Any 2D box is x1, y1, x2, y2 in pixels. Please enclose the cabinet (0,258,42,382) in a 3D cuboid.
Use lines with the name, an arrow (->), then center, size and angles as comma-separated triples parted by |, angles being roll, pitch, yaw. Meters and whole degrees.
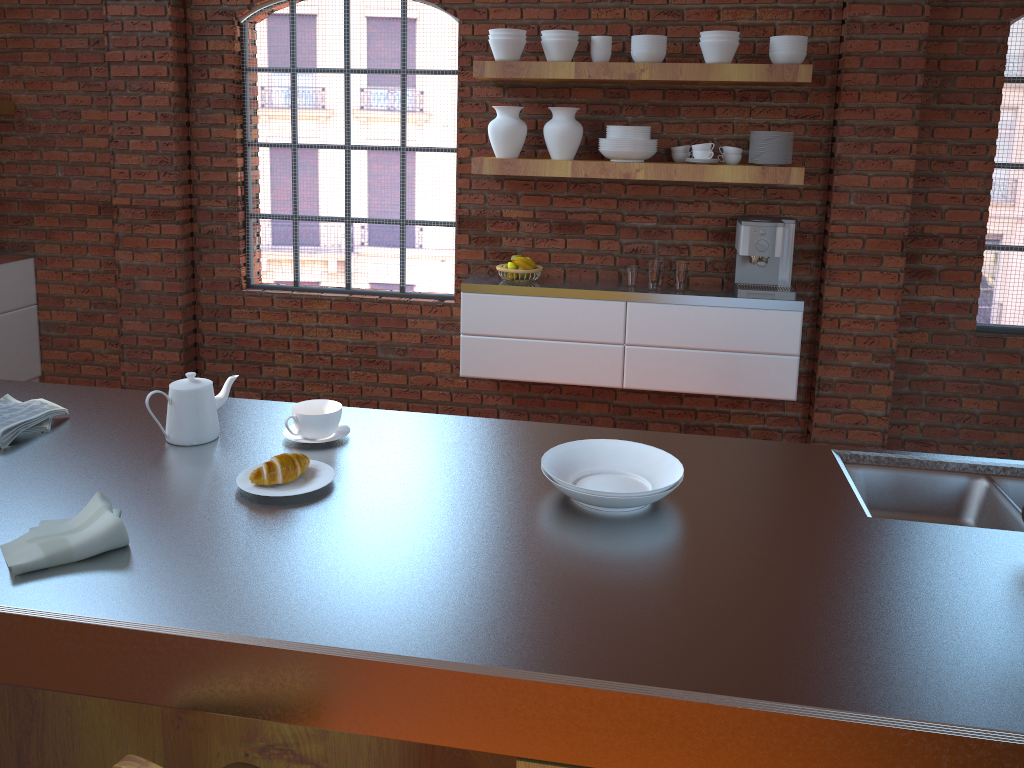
cabinet -> -3.294, -0.087, 4.251 | 0.712, 0.798, 2.034 | 3, 15, 9

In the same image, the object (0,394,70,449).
object -> -1.181, 0.085, 2.048 | 0.165, 0.049, 0.238 | 4, 16, 9

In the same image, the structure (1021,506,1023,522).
structure -> 0.991, 0.150, 1.648 | 0.099, 0.243, 0.205 | 3, 12, 9

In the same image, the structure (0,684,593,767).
structure -> -0.170, 0.727, 1.812 | 3.122, 0.750, 1.048 | 4, 14, 9

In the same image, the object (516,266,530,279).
object -> 0.053, -0.561, 4.411 | 0.077, 0.064, 0.078 | 14, 18, 42

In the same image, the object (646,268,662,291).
object -> 0.681, -0.503, 4.246 | 0.078, 0.102, 0.079 | 11, 15, 38

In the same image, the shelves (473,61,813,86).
shelves -> 0.601, -1.477, 4.185 | 1.537, 0.075, 0.346 | 4, 16, 9

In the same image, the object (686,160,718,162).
object -> 0.893, -1.044, 4.138 | 0.154, 0.012, 0.157 | -8, 18, -28

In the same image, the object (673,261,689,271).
object -> 0.812, -0.537, 4.240 | 0.078, 0.102, 0.079 | 6, 13, 21

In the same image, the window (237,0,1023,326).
window -> 2.762, -1.477, 6.455 | 17.415, 9.714, 3.711 | 1, 10, 0

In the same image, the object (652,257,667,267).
object -> 0.727, -0.571, 4.351 | 0.078, 0.102, 0.079 | 11, 15, 38

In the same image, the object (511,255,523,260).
object -> 0.028, -0.622, 4.442 | 0.069, 0.060, 0.071 | 8, 15, 25

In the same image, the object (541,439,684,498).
object -> 0.199, 0.186, 1.760 | 0.282, 0.054, 0.289 | -4, 17, -18

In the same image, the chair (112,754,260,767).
chair -> -0.396, 0.866, 1.340 | 0.340, 0.735, 0.343 | 7, 12, 29

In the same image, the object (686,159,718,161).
object -> 0.894, -1.049, 4.137 | 0.154, 0.012, 0.157 | -8, 18, -28

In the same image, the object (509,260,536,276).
object -> 0.068, -0.573, 4.373 | 0.178, 0.092, 0.065 | -13, 18, -42

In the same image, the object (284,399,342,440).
object -> -0.459, 0.087, 2.051 | 0.124, 0.068, 0.119 | 0, 15, -6

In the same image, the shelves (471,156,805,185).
shelves -> 0.590, -1.038, 4.259 | 1.537, 0.075, 0.346 | 4, 16, 9

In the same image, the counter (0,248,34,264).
counter -> -3.282, -0.504, 4.181 | 0.715, 0.043, 2.034 | 4, 16, 9

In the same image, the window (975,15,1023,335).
window -> 2.883, -1.011, 4.109 | 1.270, 1.636, 0.086 | 3, 10, 10

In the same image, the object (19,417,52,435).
object -> -1.213, 0.093, 2.068 | 0.232, 0.025, 0.168 | -6, 18, -25

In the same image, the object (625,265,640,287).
object -> 0.592, -0.530, 4.337 | 0.078, 0.102, 0.080 | -3, 13, -20

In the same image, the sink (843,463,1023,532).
sink -> 1.027, 0.347, 1.847 | 0.613, 0.195, 0.419 | 4, 15, 9

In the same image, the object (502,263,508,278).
object -> -0.016, -0.572, 4.439 | 0.074, 0.074, 0.074 | -2, 13, -15

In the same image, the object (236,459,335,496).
object -> -0.458, 0.194, 1.786 | 0.196, 0.013, 0.198 | 11, 19, 29

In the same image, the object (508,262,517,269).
object -> 0.001, -0.589, 4.389 | 0.045, 0.052, 0.053 | 1, 13, -2

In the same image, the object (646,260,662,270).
object -> 0.682, -0.540, 4.240 | 0.078, 0.102, 0.079 | 11, 15, 38

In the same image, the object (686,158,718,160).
object -> 0.894, -1.053, 4.137 | 0.154, 0.012, 0.157 | -8, 18, -28

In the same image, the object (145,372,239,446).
object -> -0.732, 0.048, 2.021 | 0.118, 0.152, 0.202 | 5, 14, 15

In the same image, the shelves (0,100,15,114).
shelves -> -3.292, -1.305, 4.047 | 0.655, 0.074, 2.028 | 4, 16, 9

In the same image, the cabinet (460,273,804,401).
cabinet -> 0.571, -0.255, 4.391 | 1.623, 0.466, 0.345 | 4, 12, 9

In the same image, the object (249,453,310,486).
object -> -0.467, 0.169, 1.788 | 0.062, 0.050, 0.140 | 9, 17, 27

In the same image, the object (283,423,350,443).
object -> -0.456, 0.116, 2.056 | 0.155, 0.012, 0.156 | 14, 20, 36

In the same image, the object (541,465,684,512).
object -> 0.199, 0.196, 1.762 | 0.282, 0.054, 0.289 | -4, 17, -18

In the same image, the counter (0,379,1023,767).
counter -> -0.159, 0.290, 1.729 | 3.145, 0.127, 1.050 | 4, 16, 9

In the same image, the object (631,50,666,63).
object -> 0.641, -1.533, 4.142 | 0.165, 0.059, 0.170 | 2, 15, 4

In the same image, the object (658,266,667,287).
object -> 0.726, -0.534, 4.357 | 0.078, 0.102, 0.079 | 11, 15, 38

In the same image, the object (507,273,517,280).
object -> 0.000, -0.540, 4.385 | 0.056, 0.045, 0.046 | 14, 18, 41

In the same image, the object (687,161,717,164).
object -> 0.893, -1.041, 4.139 | 0.154, 0.012, 0.157 | -8, 18, -28

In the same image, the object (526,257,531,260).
object -> 0.078, -0.620, 4.463 | 0.047, 0.045, 0.055 | -9, 17, -38

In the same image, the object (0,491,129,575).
object -> -0.769, 0.243, 1.509 | 0.196, 0.060, 0.208 | -7, 18, -27
